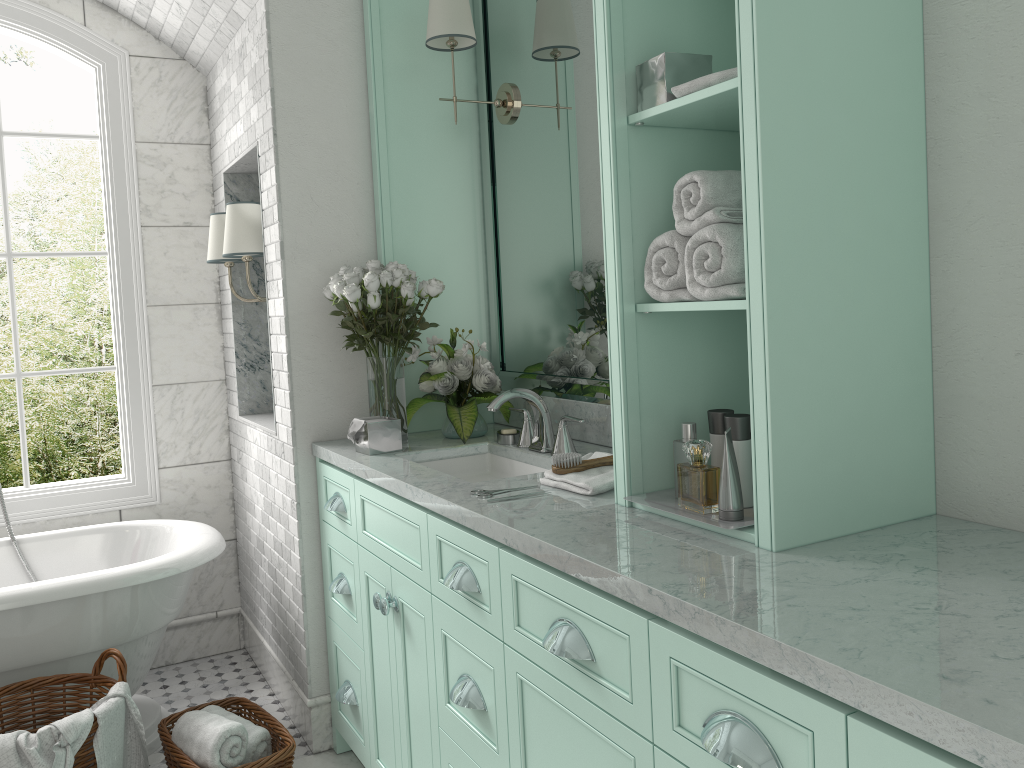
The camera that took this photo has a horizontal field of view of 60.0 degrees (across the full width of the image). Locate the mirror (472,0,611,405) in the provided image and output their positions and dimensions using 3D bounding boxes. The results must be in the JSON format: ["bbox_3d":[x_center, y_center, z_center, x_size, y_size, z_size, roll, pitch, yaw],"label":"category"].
[{"bbox_3d":[0.217,-0.902,2.807,0.015,1.929,1.437,-4,4,-28],"label":"mirror"}]

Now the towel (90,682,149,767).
[{"bbox_3d":[-1.364,1.172,2.635,0.460,0.468,0.383,-2,4,11],"label":"towel"}]

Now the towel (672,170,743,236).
[{"bbox_3d":[0.491,-0.383,1.875,0.299,0.142,0.169,-5,5,-28],"label":"towel"}]

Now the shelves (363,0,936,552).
[{"bbox_3d":[0.345,-0.808,2.159,0.465,2.119,2.812,-4,5,-28],"label":"shelves"}]

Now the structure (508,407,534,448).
[{"bbox_3d":[0.027,0.141,2.922,0.083,0.121,0.157,-6,6,-44],"label":"structure"}]

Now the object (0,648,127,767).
[{"bbox_3d":[-1.423,1.158,2.643,0.518,0.569,0.520,-3,4,4],"label":"object"}]

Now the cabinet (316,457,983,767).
[{"bbox_3d":[0.311,0.846,2.183,0.864,1.095,2.801,-5,5,-28],"label":"cabinet"}]

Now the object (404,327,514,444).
[{"bbox_3d":[-0.178,-0.006,3.174,0.394,0.401,0.453,-5,5,-26],"label":"object"}]

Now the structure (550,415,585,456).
[{"bbox_3d":[0.182,0.156,2.676,0.083,0.121,0.157,-6,6,-44],"label":"structure"}]

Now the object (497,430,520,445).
[{"bbox_3d":[-0.011,0.179,3.002,0.080,0.035,0.134,-4,5,-10],"label":"object"}]

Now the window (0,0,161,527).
[{"bbox_3d":[-2.518,-0.524,3.665,1.834,2.319,0.118,-5,3,-28],"label":"window"}]

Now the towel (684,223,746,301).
[{"bbox_3d":[0.511,-0.253,1.820,0.305,0.159,0.160,-5,5,-28],"label":"towel"}]

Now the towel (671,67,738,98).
[{"bbox_3d":[0.515,-0.608,1.783,0.317,0.056,0.239,-6,6,-31],"label":"towel"}]

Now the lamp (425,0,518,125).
[{"bbox_3d":[-0.158,-1.170,3.165,0.309,0.487,0.183,-5,4,-29],"label":"lamp"}]

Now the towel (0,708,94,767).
[{"bbox_3d":[-1.380,1.157,2.559,0.400,0.437,0.484,-5,5,-27],"label":"towel"}]

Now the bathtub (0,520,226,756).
[{"bbox_3d":[-2.114,1.053,3.125,2.168,0.756,0.942,-6,5,-28],"label":"bathtub"}]

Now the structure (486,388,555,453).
[{"bbox_3d":[0.037,0.114,2.748,0.235,0.204,0.103,-6,5,-39],"label":"structure"}]

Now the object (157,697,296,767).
[{"bbox_3d":[-0.935,1.265,2.907,0.346,0.260,0.550,-6,6,-37],"label":"object"}]

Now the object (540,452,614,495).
[{"bbox_3d":[0.205,0.229,2.287,0.239,0.056,0.317,-6,6,-31],"label":"object"}]

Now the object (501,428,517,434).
[{"bbox_3d":[-0.011,0.160,2.982,0.051,0.022,0.077,-4,5,-7],"label":"object"}]

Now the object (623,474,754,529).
[{"bbox_3d":[0.516,0.247,1.911,0.439,0.008,0.350,-6,6,-28],"label":"object"}]

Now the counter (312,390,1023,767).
[{"bbox_3d":[0.296,0.211,2.162,0.825,0.181,2.810,-6,6,-28],"label":"counter"}]

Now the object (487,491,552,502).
[{"bbox_3d":[0.016,0.270,2.133,0.167,0.005,0.020,-5,6,-24],"label":"object"}]

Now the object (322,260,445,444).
[{"bbox_3d":[-0.444,-0.110,3.105,0.392,0.652,0.356,-4,4,-17],"label":"object"}]

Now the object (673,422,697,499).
[{"bbox_3d":[0.389,0.169,1.933,0.035,0.169,0.093,-4,4,-28],"label":"object"}]

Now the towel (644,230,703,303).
[{"bbox_3d":[0.448,-0.262,1.943,0.311,0.162,0.153,-5,5,-28],"label":"towel"}]

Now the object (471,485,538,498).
[{"bbox_3d":[-0.024,0.265,2.223,0.176,0.007,0.075,-7,6,-36],"label":"object"}]

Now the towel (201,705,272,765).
[{"bbox_3d":[-0.927,1.187,2.958,0.313,0.185,0.165,0,5,32],"label":"towel"}]

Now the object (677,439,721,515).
[{"bbox_3d":[0.389,0.188,1.846,0.063,0.147,0.093,-4,4,-23],"label":"object"}]

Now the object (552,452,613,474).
[{"bbox_3d":[0.211,0.198,2.305,0.228,0.044,0.068,-5,5,-19],"label":"object"}]

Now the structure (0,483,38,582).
[{"bbox_3d":[-2.210,0.791,3.477,0.780,1.283,0.341,-4,3,-18],"label":"structure"}]

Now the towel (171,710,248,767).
[{"bbox_3d":[-0.959,1.154,2.817,0.321,0.211,0.149,2,6,44],"label":"towel"}]

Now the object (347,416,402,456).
[{"bbox_3d":[-0.463,0.168,2.943,0.147,0.112,0.136,-6,5,-32],"label":"object"}]

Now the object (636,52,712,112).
[{"bbox_3d":[0.351,-0.645,1.915,0.122,0.105,0.118,-5,5,-22],"label":"object"}]

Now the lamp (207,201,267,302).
[{"bbox_3d":[-1.072,-0.532,3.667,0.309,0.382,0.548,-5,5,-28],"label":"lamp"}]

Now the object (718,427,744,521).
[{"bbox_3d":[0.432,0.178,1.759,0.050,0.179,0.050,-4,3,-26],"label":"object"}]

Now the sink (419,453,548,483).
[{"bbox_3d":[-0.087,0.299,2.697,0.347,0.079,0.603,-6,6,-28],"label":"sink"}]
